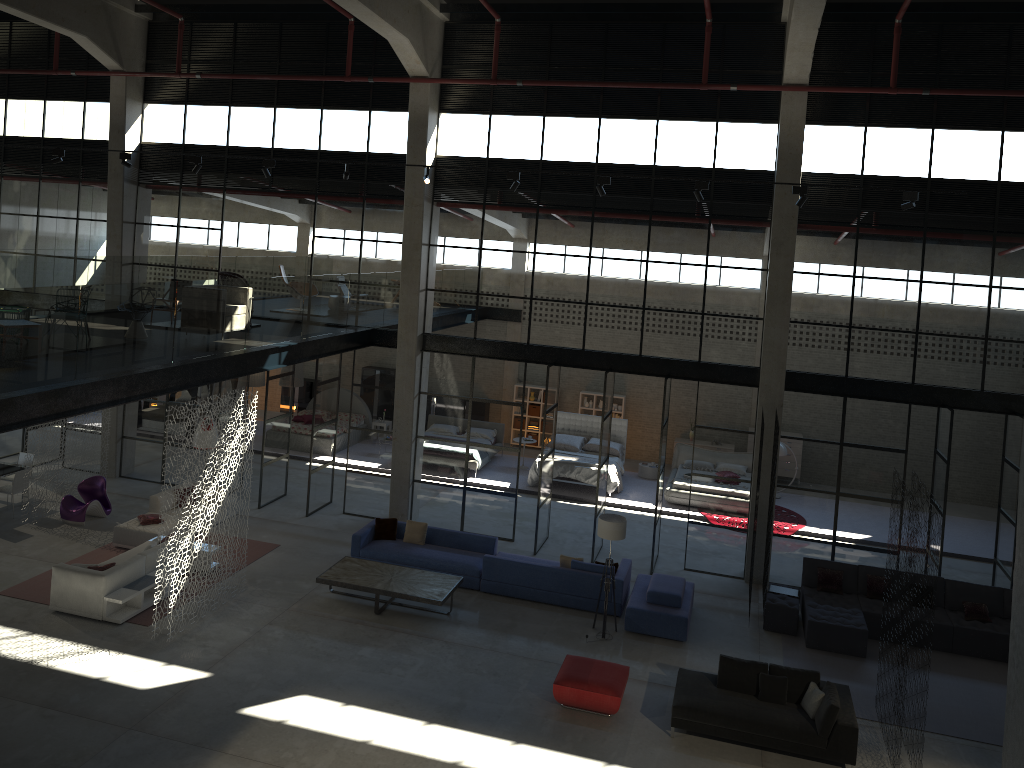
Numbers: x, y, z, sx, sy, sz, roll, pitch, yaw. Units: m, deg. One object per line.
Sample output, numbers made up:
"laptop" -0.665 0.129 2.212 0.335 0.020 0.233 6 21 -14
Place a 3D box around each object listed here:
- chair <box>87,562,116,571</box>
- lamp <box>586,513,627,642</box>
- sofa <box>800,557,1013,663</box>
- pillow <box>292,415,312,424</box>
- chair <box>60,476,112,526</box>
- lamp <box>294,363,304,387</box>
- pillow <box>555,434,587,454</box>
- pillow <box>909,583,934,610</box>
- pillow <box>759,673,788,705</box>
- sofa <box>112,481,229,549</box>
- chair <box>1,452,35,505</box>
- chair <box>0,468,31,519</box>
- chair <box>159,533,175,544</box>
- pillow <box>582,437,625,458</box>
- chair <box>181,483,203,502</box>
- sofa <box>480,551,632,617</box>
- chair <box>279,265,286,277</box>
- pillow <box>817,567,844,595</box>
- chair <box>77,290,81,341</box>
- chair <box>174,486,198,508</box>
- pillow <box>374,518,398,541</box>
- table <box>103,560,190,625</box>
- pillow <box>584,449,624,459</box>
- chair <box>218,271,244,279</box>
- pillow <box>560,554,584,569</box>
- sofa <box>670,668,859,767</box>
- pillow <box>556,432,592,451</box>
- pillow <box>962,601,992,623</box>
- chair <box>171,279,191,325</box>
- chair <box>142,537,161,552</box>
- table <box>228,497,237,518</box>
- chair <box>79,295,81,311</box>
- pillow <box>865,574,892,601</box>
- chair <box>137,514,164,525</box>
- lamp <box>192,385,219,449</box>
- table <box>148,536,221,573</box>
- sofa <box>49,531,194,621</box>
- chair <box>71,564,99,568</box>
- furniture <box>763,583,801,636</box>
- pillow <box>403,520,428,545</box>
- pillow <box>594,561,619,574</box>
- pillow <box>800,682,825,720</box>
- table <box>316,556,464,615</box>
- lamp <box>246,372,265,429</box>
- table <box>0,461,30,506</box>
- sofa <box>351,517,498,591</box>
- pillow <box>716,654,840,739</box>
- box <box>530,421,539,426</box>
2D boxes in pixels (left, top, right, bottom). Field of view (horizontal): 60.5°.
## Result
"chair" -6.009 2.769 12.841 0.401 0.334 0.285 1 6 -30
"lamp" 1.430 2.902 13.117 0.430 1.737 0.670 4 2 12
"sofa" 6.637 3.659 13.418 4.161 0.865 1.840 6 8 15
"pillow" -5.321 0.913 22.996 0.875 0.211 0.639 3 9 -6
"chair" -8.003 2.176 16.519 0.658 0.745 0.802 5 6 15
"lamp" -6.157 0.297 24.634 0.799 1.916 0.688 3 2 -33
"pillow" 1.364 1.490 21.929 1.029 0.372 0.670 7 8 18
"pillow" 6.562 3.410 14.053 0.384 0.333 0.220 5 4 12
"pillow" 3.207 3.736 10.770 0.343 0.306 0.188 5 4 13
"sofa" -6.207 2.407 16.124 0.944 0.664 2.165 6 9 15
"chair" -9.807 1.856 17.323 0.421 0.867 0.548 5 3 15
"chair" -9.432 2.013 16.524 0.547 0.867 0.421 5 3 15
"chair" -5.613 2.582 14.103 0.269 0.320 0.398 5 6 17
"pillow" 2.289 1.549 21.781 0.982 0.290 0.697 7 8 17
"chair" -6.118 2.105 16.785 0.380 0.336 0.256 -1 6 -41
"sofa" 0.753 3.125 14.585 2.342 0.719 1.062 6 7 15
"chair" -4.924 -2.243 20.505 0.798 1.023 0.975 8 6 43
"pillow" 5.228 3.237 14.412 0.414 0.343 0.236 6 4 16
"chair" -6.467 -0.966 12.731 0.484 0.804 0.503 3 3 -10
"chair" -6.149 2.137 16.582 0.410 0.334 0.259 -1 7 -42
"pillow" -2.235 2.569 15.550 0.398 0.370 0.262 3 4 -6
"table" -5.434 3.104 13.129 0.301 0.366 1.583 5 9 15
"pillow" 2.307 1.635 21.854 0.962 0.329 0.721 6 8 16
"chair" -5.273 -1.631 16.749 0.686 0.983 0.836 3 5 -15
"pillow" 0.976 2.989 14.344 0.403 0.380 0.208 6 3 16
"sofa" 3.051 3.995 10.740 2.112 0.559 1.090 6 8 15
"pillow" 1.536 1.456 22.199 1.056 0.321 0.493 6 7 15
"pillow" 7.284 3.579 13.750 0.385 0.230 0.328 6 7 15
"chair" -6.180 -1.494 16.026 0.521 0.821 0.560 5 4 15
"chair" -5.727 2.620 13.822 0.269 0.316 0.397 4 6 2
"table" -5.895 2.392 17.270 0.903 0.368 0.302 6 5 15
"chair" -6.789 -1.114 13.457 0.646 0.816 0.584 0 5 -40
"pillow" 5.950 3.307 14.224 0.407 0.376 0.193 6 3 15
"chair" -6.374 2.375 15.486 0.414 0.107 0.411 -1 10 -29
"lamp" -5.321 0.543 15.343 0.442 1.097 0.440 5 2 23
"table" -5.481 2.849 14.663 1.204 0.368 0.302 6 5 15
"sofa" -5.928 2.855 13.513 0.950 0.665 2.156 6 9 15
"chair" -6.264 2.745 12.934 0.390 0.270 0.322 3 6 -10
"furniture" 4.339 3.596 14.086 0.511 0.452 0.966 6 8 20
"pillow" -1.698 2.619 15.447 0.403 0.380 0.208 6 3 16
"pillow" 1.512 3.049 14.241 0.398 0.370 0.262 3 4 -6
"pillow" 3.624 3.798 10.539 0.207 0.314 0.345 4 6 -7
"table" -1.911 3.233 13.768 2.069 0.397 1.035 6 9 15
"lamp" -7.129 0.291 24.259 0.799 1.917 0.688 3 2 -33
"table" -10.079 2.054 16.337 0.903 0.752 1.817 6 8 15
"sofa" -1.507 2.922 15.213 2.342 0.602 1.062 6 8 15
"pillow" 3.353 3.729 10.768 1.599 0.416 0.743 13 11 44
"box" 0.636 1.116 24.757 0.214 0.108 0.132 6 6 15
